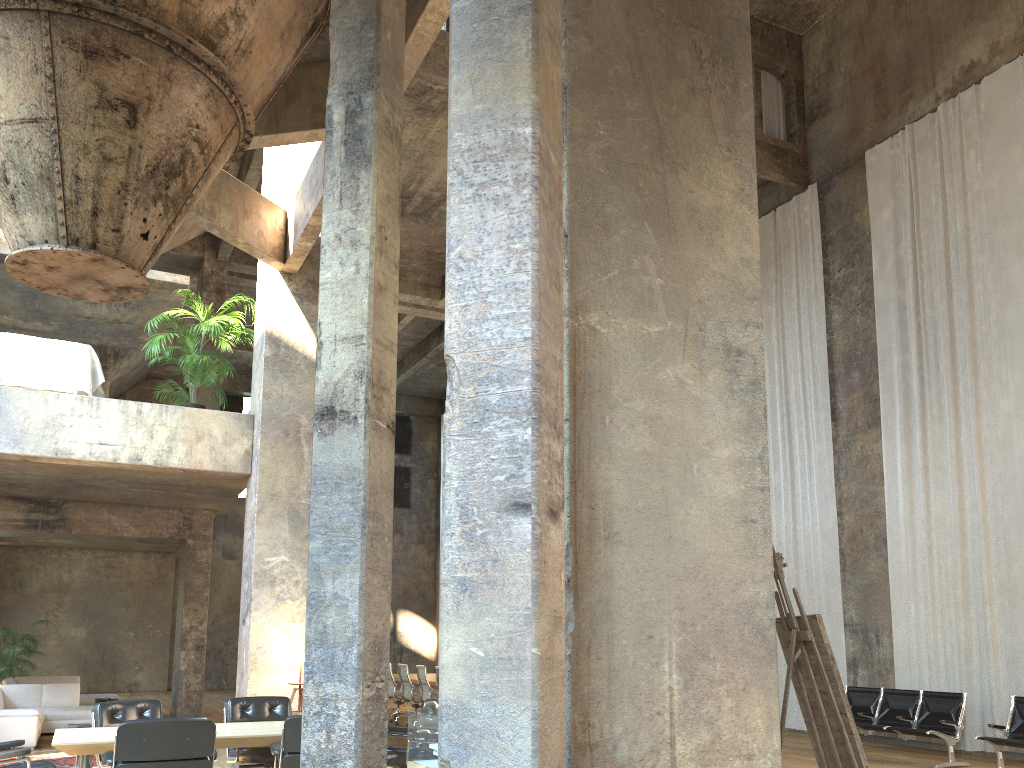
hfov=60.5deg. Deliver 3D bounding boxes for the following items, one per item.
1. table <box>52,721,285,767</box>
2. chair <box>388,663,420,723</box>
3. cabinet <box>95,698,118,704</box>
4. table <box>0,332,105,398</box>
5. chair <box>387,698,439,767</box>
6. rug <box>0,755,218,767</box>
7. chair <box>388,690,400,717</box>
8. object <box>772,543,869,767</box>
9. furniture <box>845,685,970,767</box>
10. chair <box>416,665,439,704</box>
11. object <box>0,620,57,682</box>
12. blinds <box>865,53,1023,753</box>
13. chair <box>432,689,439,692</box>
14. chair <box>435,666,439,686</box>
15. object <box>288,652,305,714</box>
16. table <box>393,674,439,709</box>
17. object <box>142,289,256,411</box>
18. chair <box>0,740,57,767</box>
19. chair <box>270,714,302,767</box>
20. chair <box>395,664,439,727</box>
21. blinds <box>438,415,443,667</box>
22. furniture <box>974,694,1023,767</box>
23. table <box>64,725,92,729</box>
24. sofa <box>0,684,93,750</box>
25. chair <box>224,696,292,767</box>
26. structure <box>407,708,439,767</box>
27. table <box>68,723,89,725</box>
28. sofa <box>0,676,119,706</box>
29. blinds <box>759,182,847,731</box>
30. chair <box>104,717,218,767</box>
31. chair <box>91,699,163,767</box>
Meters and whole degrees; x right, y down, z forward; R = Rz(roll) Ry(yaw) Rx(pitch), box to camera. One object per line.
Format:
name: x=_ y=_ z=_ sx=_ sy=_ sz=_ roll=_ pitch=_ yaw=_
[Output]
table: x=-2.322 y=3.107 z=6.994 sx=2.423 sy=0.683 sz=1.128 roll=8 pitch=-16 yaw=-25
chair: x=-2.011 y=5.505 z=15.725 sx=0.702 sy=1.001 sz=0.680 roll=5 pitch=-12 yaw=-22
cabinet: x=-6.948 y=5.634 z=15.099 sx=0.398 sy=0.360 sz=1.595 roll=6 pitch=-17 yaw=-25
table: x=-5.698 y=-0.084 z=10.255 sx=1.759 sy=0.782 sz=1.139 roll=7 pitch=-16 yaw=-25
chair: x=-0.919 y=3.214 z=7.668 sx=0.826 sy=0.871 sz=0.744 roll=7 pitch=-14 yaw=-29
rug: x=-4.846 y=4.439 z=10.383 sx=2.476 sy=0.009 sz=1.375 roll=8 pitch=-18 yaw=-25
chair: x=-2.423 y=5.751 z=16.570 sx=0.701 sy=1.001 sz=0.680 roll=4 pitch=-12 yaw=-20
object: x=1.501 y=1.656 z=4.392 sx=0.684 sy=2.095 sz=0.718 roll=0 pitch=-10 yaw=0
furniture: x=4.608 y=4.196 z=10.869 sx=0.712 sy=0.821 sz=1.912 roll=6 pitch=-16 yaw=-25
chair: x=-1.212 y=5.034 z=14.112 sx=0.700 sy=1.001 sz=0.681 roll=4 pitch=-12 yaw=-17
object: x=-9.867 y=5.559 z=17.393 sx=1.406 sy=1.769 sz=1.387 roll=5 pitch=-13 yaw=-20
blinds: x=6.952 y=-0.314 z=9.152 sx=0.276 sy=8.436 sz=7.995 roll=4 pitch=-13 yaw=-24
chair: x=-1.194 y=5.923 z=17.144 sx=0.701 sy=1.001 sz=0.680 roll=4 pitch=-12 yaw=-20
chair: x=-0.830 y=4.806 z=13.328 sx=0.701 sy=1.001 sz=0.680 roll=4 pitch=-12 yaw=-20
object: x=-2.341 y=3.482 z=9.265 sx=0.573 sy=1.266 sz=0.671 roll=5 pitch=-12 yaw=-25
table: x=-0.350 y=5.136 z=13.999 sx=1.609 sy=0.740 sz=7.880 roll=7 pitch=-18 yaw=-24
object: x=-3.903 y=-0.341 z=11.097 sx=1.406 sy=1.765 sz=1.387 roll=5 pitch=-13 yaw=-20
chair: x=-3.663 y=2.824 z=6.370 sx=0.827 sy=0.871 sz=0.743 roll=8 pitch=-14 yaw=-31
chair: x=-1.446 y=2.897 z=6.592 sx=0.732 sy=0.871 sz=0.840 roll=4 pitch=-13 yaw=-19
chair: x=-1.608 y=5.267 z=14.910 sx=0.701 sy=1.001 sz=0.680 roll=4 pitch=-12 yaw=-20
blinds: x=-0.618 y=4.172 z=24.547 sx=0.276 sy=8.437 sz=7.989 roll=5 pitch=-13 yaw=-26
furniture: x=5.652 y=3.577 z=8.746 sx=0.712 sy=0.821 sz=1.912 roll=6 pitch=-16 yaw=-25
table: x=-5.674 y=4.812 z=12.060 sx=0.864 sy=0.240 sz=0.378 roll=8 pitch=-16 yaw=-25
sofa: x=-6.653 y=4.761 z=12.730 sx=2.075 sy=0.704 sz=2.991 roll=8 pitch=-18 yaw=-25
chair: x=-2.186 y=3.267 z=7.866 sx=0.735 sy=0.871 sz=0.836 roll=8 pitch=-15 yaw=-31
structure: x=-0.108 y=2.327 z=4.846 sx=0.747 sy=0.990 sz=0.750 roll=6 pitch=-13 yaw=-25
table: x=-5.835 y=4.928 z=12.385 sx=0.794 sy=0.198 sz=1.134 roll=8 pitch=-18 yaw=-25
sofa: x=-8.492 y=5.851 z=16.467 sx=2.079 sy=0.703 sz=1.094 roll=8 pitch=-16 yaw=-26
blinds: x=3.173 y=1.926 z=16.838 sx=0.276 sy=8.436 sz=7.995 roll=4 pitch=-13 yaw=-24
chair: x=-2.451 y=2.752 z=6.112 sx=0.733 sy=0.871 sz=0.839 roll=6 pitch=-14 yaw=-24
chair: x=-3.082 y=3.129 z=7.403 sx=0.829 sy=0.871 sz=0.742 roll=-9 pitch=-16 yaw=37
